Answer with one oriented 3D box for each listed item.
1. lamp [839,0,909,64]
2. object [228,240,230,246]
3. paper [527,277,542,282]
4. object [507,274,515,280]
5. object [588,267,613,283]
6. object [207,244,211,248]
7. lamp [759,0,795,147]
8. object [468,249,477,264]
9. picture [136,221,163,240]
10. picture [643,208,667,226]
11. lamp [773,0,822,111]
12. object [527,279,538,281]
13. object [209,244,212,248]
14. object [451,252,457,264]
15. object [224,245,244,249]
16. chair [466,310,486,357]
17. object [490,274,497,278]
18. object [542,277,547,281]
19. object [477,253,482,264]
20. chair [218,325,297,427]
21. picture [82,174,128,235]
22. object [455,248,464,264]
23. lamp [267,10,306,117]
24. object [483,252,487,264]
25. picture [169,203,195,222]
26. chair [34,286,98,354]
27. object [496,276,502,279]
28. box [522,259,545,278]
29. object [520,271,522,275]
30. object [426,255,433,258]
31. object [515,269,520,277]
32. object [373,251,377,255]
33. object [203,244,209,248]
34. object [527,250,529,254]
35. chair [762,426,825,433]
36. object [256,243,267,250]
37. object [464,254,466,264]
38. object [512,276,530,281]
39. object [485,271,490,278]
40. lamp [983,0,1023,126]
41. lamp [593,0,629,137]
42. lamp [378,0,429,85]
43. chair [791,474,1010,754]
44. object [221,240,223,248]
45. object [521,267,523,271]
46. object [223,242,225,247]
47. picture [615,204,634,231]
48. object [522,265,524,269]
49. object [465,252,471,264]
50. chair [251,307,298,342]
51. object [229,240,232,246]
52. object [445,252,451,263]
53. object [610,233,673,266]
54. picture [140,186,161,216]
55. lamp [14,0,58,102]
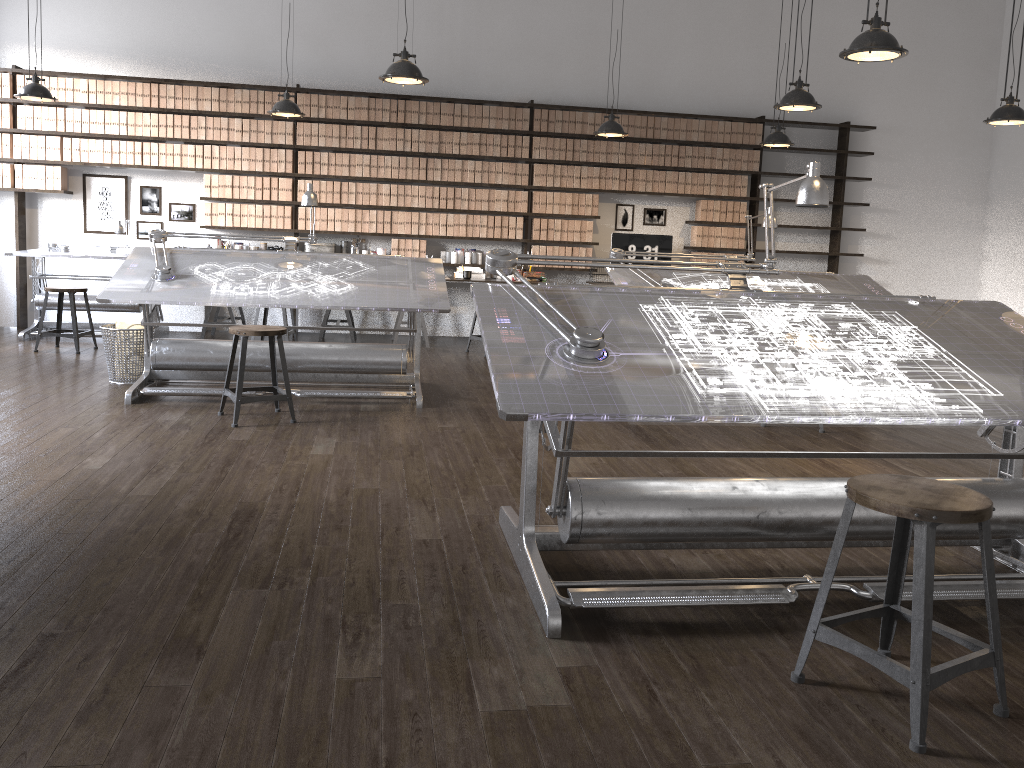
[{"bbox_3d":[1.781,-2.678,4.125,0.311,2.252,0.314,4,7,16],"label":"lamp"},{"bbox_3d":[-2.729,-1.295,8.505,0.055,0.213,0.007,6,7,26],"label":"object"},{"bbox_3d":[0.222,-1.045,8.823,0.155,0.038,0.138,3,9,6],"label":"paper"},{"bbox_3d":[-0.014,-1.125,8.949,0.105,0.141,0.104,2,7,-1],"label":"object"},{"bbox_3d":[0.950,-1.129,9.163,0.284,0.160,0.205,0,9,-17],"label":"object"},{"bbox_3d":[-2.917,-1.226,8.487,0.069,0.236,0.068,1,7,-12],"label":"object"},{"bbox_3d":[2.454,-3.279,7.920,0.311,2.239,0.314,4,7,16],"label":"lamp"},{"bbox_3d":[-0.417,-1.318,9.171,0.094,0.161,0.207,2,8,-7],"label":"object"},{"bbox_3d":[-3.595,-1.523,8.789,0.251,0.182,0.023,1,7,-9],"label":"picture"},{"bbox_3d":[1.537,-1.798,9.541,0.251,0.182,0.023,1,7,-9],"label":"picture"},{"bbox_3d":[1.949,-2.948,5.773,0.311,2.239,0.314,4,7,16],"label":"lamp"},{"bbox_3d":[0.205,-1.032,8.791,0.172,0.017,0.011,-5,11,-40],"label":"object"},{"bbox_3d":[-2.930,-1.237,8.570,0.069,0.228,0.068,1,7,-12],"label":"object"},{"bbox_3d":[-0.590,-1.288,9.041,0.062,0.118,0.062,9,9,41],"label":"object"},{"bbox_3d":[-2.707,-1.282,8.651,0.077,0.145,0.347,4,9,13],"label":"object"},{"bbox_3d":[-0.183,-0.536,8.240,0.372,0.525,0.360,-3,9,-35],"label":"chair"},{"bbox_3d":[-0.187,-1.119,8.982,0.063,0.093,0.063,7,9,32],"label":"object"},{"bbox_3d":[0.323,-1.054,8.902,0.049,0.037,0.049,2,8,-5],"label":"object"},{"bbox_3d":[-0.341,-1.295,9.152,0.062,0.118,0.062,-4,9,-40],"label":"object"},{"bbox_3d":[-1.430,-0.054,4.977,0.358,0.525,0.374,-2,9,-30],"label":"chair"},{"bbox_3d":[-3.986,-1.761,8.690,0.415,0.571,0.040,1,7,-9],"label":"picture"},{"bbox_3d":[-0.542,-1.318,9.140,0.095,0.161,0.094,1,7,-13],"label":"object"},{"bbox_3d":[-1.833,-3.355,7.255,0.311,2.239,0.314,-1,7,-29],"label":"lamp"},{"bbox_3d":[-0.253,-1.311,9.250,0.094,0.129,0.095,0,8,-22],"label":"object"},{"bbox_3d":[-3.282,-1.707,8.814,0.251,0.182,0.023,1,7,-9],"label":"picture"},{"bbox_3d":[-3.660,-0.528,7.277,0.371,0.525,0.360,2,7,-1],"label":"chair"},{"bbox_3d":[-0.126,-1.111,8.948,0.062,0.094,0.062,9,10,41],"label":"object"},{"bbox_3d":[0.219,-1.157,8.967,0.212,0.206,0.138,1,7,-9],"label":"box"},{"bbox_3d":[0.072,-1.102,8.991,0.060,0.088,0.060,2,7,-4],"label":"object"},{"bbox_3d":[-0.839,-1.189,8.915,0.102,0.208,0.102,8,9,36],"label":"object"},{"bbox_3d":[0.057,-1.104,8.922,0.049,0.111,0.049,2,7,-5],"label":"object"},{"bbox_3d":[-1.390,-1.306,9.009,0.045,0.100,0.044,2,7,-6],"label":"object"},{"bbox_3d":[-2.906,-1.211,8.417,0.069,0.228,0.068,1,7,-12],"label":"object"},{"bbox_3d":[0.174,-1.245,8.964,0.055,0.213,0.007,2,6,-2],"label":"object"},{"bbox_3d":[1.762,0.001,5.480,0.372,0.525,0.360,5,8,19],"label":"chair"},{"bbox_3d":[-2.471,-1.325,8.829,0.107,0.160,0.237,-4,11,-43],"label":"object"},{"bbox_3d":[-0.465,-1.288,9.153,0.054,0.101,0.054,3,7,8],"label":"object"},{"bbox_3d":[0.096,-1.047,8.782,0.197,0.050,0.133,-5,11,-38],"label":"object"},{"bbox_3d":[-0.240,-1.128,9.022,0.062,0.094,0.062,7,9,32],"label":"object"},{"bbox_3d":[3.485,-2.921,6.011,0.311,2.239,0.314,-1,7,-29],"label":"lamp"},{"bbox_3d":[0.919,-3.306,7.681,0.311,2.239,0.314,4,7,16],"label":"lamp"},{"bbox_3d":[-0.623,-2.993,5.374,0.311,2.239,0.314,4,7,11],"label":"lamp"},{"bbox_3d":[0.956,0.516,2.140,0.358,0.525,0.374,-2,9,-30],"label":"chair"},{"bbox_3d":[-2.889,-1.356,8.776,0.050,0.139,0.051,1,7,-11],"label":"object"},{"bbox_3d":[0.091,-1.134,8.980,0.040,0.129,0.005,1,7,-11],"label":"object"},{"bbox_3d":[-2.746,-1.285,8.514,0.071,0.185,0.008,2,7,-8],"label":"object"},{"bbox_3d":[1.205,-1.783,9.493,0.201,0.283,0.022,1,7,-9],"label":"picture"},{"bbox_3d":[0.099,-1.134,8.987,0.033,0.147,0.005,1,7,-10],"label":"object"},{"bbox_3d":[-0.448,-1.286,9.066,0.062,0.118,0.062,-4,9,-40],"label":"object"},{"bbox_3d":[-2.143,-0.582,8.006,0.371,0.525,0.360,2,7,-1],"label":"chair"},{"bbox_3d":[-2.727,-1.291,8.521,0.055,0.192,0.006,1,7,-10],"label":"object"},{"bbox_3d":[-0.651,-1.296,9.075,0.063,0.117,0.063,7,8,32],"label":"object"},{"bbox_3d":[1.321,-1.287,9.139,0.643,0.515,0.206,1,7,-9],"label":"object"},{"bbox_3d":[-3.573,-1.813,8.759,0.201,0.283,0.022,1,7,-9],"label":"picture"},{"bbox_3d":[-3.756,-3.388,6.952,0.311,2.239,0.314,-1,7,-29],"label":"lamp"}]
